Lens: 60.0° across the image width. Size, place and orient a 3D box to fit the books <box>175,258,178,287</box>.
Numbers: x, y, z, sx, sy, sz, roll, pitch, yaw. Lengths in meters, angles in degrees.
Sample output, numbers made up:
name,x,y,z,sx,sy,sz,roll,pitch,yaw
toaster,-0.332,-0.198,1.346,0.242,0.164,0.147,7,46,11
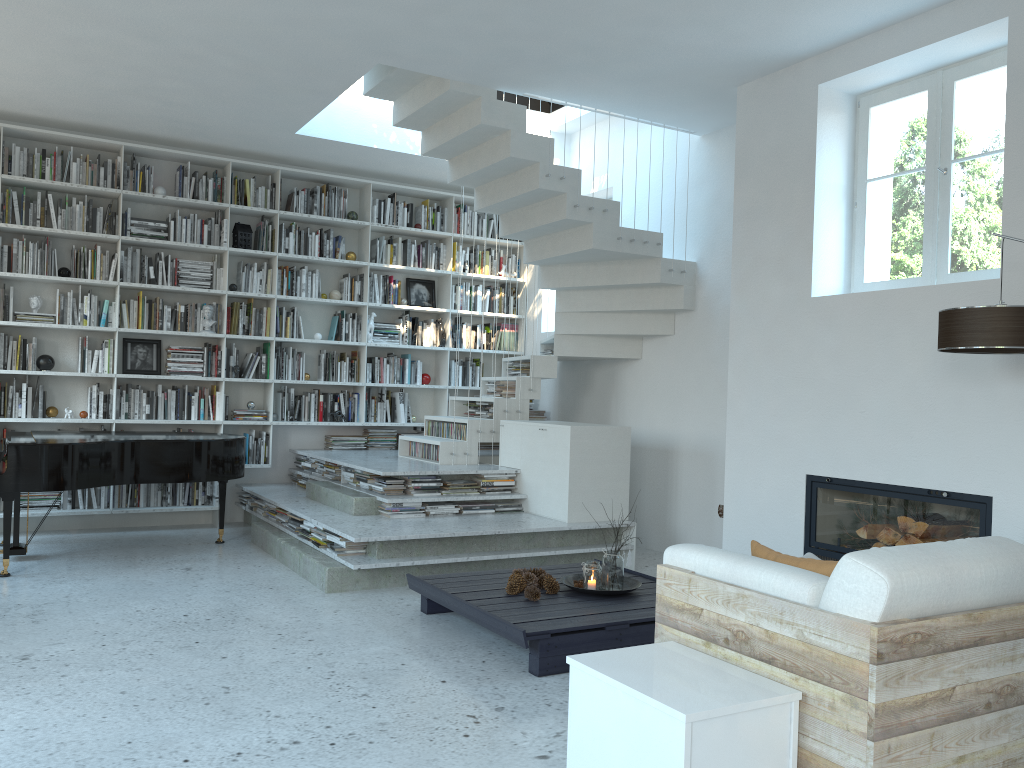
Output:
name,x,y,z,sx,sy,sz,roll,pitch,yaw
books,-2.841,-0.925,7.464,0.013,0.247,0.176,2,0,-30

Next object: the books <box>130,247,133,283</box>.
name,x,y,z,sx,sy,sz,roll,pitch,yaw
books,-3.152,-0.970,7.323,0.014,0.313,0.133,2,0,-30

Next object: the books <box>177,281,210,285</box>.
name,x,y,z,sx,sy,sz,roll,pitch,yaw
books,-2.721,-0.852,7.565,0.254,0.012,0.161,2,-1,-30

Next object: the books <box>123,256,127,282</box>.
name,x,y,z,sx,sy,sz,roll,pitch,yaw
books,-3.193,-0.929,7.299,0.027,0.228,0.147,2,0,-30

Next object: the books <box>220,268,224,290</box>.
name,x,y,z,sx,sy,sz,roll,pitch,yaw
books,-2.529,-0.892,7.674,0.030,0.205,0.158,2,0,-30

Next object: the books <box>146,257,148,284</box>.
name,x,y,z,sx,sy,sz,roll,pitch,yaw
books,-3.045,-0.929,7.366,0.011,0.239,0.147,2,0,-30

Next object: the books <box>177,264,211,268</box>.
name,x,y,z,sx,sy,sz,roll,pitch,yaw
books,-2.714,-0.999,7.561,0.254,0.012,0.161,2,-1,-28

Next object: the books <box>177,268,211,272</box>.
name,x,y,z,sx,sy,sz,roll,pitch,yaw
books,-2.715,-0.961,7.561,0.254,0.012,0.161,2,-1,-28

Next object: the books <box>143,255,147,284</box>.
name,x,y,z,sx,sy,sz,roll,pitch,yaw
books,-3.055,-0.935,7.359,0.014,0.250,0.172,2,0,-30

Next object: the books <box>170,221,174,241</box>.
name,x,y,z,sx,sy,sz,roll,pitch,yaw
books,-2.871,-1.264,7.451,0.025,0.187,0.193,2,0,-30

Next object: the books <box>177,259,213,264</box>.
name,x,y,z,sx,sy,sz,roll,pitch,yaw
books,-2.713,-1.035,7.561,0.285,0.012,0.159,2,-1,-28

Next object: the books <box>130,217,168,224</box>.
name,x,y,z,sx,sy,sz,roll,pitch,yaw
books,-3.028,-1.346,7.380,0.285,0.024,0.159,2,-1,-30

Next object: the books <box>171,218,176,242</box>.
name,x,y,z,sx,sy,sz,roll,pitch,yaw
books,-2.864,-1.281,7.488,0.024,0.223,0.128,2,0,-30

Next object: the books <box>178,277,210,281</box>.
name,x,y,z,sx,sy,sz,roll,pitch,yaw
books,-2.717,-0.888,7.561,0.254,0.012,0.161,2,-1,-28

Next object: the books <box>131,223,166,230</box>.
name,x,y,z,sx,sy,sz,roll,pitch,yaw
books,-3.025,-1.297,7.372,0.254,0.025,0.161,2,-1,-34

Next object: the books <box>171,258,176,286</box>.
name,x,y,z,sx,sy,sz,roll,pitch,yaw
books,-2.859,-0.925,7.468,0.015,0.245,0.183,2,0,-30

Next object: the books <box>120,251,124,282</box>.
name,x,y,z,sx,sy,sz,roll,pitch,yaw
books,-3.208,-0.949,7.272,0.026,0.267,0.170,2,0,-30

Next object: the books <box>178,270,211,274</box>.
name,x,y,z,sx,sy,sz,roll,pitch,yaw
books,-2.714,-0.949,7.559,0.254,0.012,0.161,2,-1,-33

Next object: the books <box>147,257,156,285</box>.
name,x,y,z,sx,sy,sz,roll,pitch,yaw
books,-3.008,-0.927,7.381,0.066,0.236,0.153,2,0,-30

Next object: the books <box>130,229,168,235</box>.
name,x,y,z,sx,sy,sz,roll,pitch,yaw
books,-3.029,-1.255,7.375,0.285,0.012,0.159,2,-1,-32

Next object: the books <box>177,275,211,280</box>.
name,x,y,z,sx,sy,sz,roll,pitch,yaw
books,-2.717,-0.901,7.561,0.254,0.012,0.161,2,-1,-32

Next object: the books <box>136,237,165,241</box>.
name,x,y,z,sx,sy,sz,roll,pitch,yaw
books,-3.029,-1.194,7.372,0.254,0.012,0.161,2,-1,-26

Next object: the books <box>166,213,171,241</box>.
name,x,y,z,sx,sy,sz,roll,pitch,yaw
books,-2.888,-1.298,7.446,0.012,0.254,0.161,2,0,-30

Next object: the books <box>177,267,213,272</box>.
name,x,y,z,sx,sy,sz,roll,pitch,yaw
books,-2.716,-0.973,7.563,0.285,0.012,0.159,2,-1,-31

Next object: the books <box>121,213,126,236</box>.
name,x,y,z,sx,sy,sz,roll,pitch,yaw
books,-3.192,-1.283,7.264,0.027,0.201,0.167,2,0,-30

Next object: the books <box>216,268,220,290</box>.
name,x,y,z,sx,sy,sz,roll,pitch,yaw
books,-2.552,-0.890,7.654,0.029,0.198,0.172,2,0,-30

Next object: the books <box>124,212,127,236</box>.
name,x,y,z,sx,sy,sz,roll,pitch,yaw
books,-3.181,-1.291,7.285,0.013,0.218,0.141,2,0,-30

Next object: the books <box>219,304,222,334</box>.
name,x,y,z,sx,sy,sz,roll,pitch,yaw
books,-2.540,-0.554,7.682,0.023,0.265,0.107,2,0,-30

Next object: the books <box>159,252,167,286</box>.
name,x,y,z,sx,sy,sz,roll,pitch,yaw
books,-2.929,-0.951,7.435,0.049,0.291,0.162,2,0,-30

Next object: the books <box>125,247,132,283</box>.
name,x,y,z,sx,sy,sz,roll,pitch,yaw
books,-3.160,-0.963,7.297,0.026,0.297,0.179,2,0,-30

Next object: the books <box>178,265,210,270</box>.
name,x,y,z,sx,sy,sz,roll,pitch,yaw
books,-2.711,-0.985,7.555,0.254,0.012,0.161,2,-1,-25

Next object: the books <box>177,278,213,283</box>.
name,x,y,z,sx,sy,sz,roll,pitch,yaw
books,-2.716,-0.876,7.559,0.285,0.012,0.159,2,-1,-33

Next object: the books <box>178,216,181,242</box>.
name,x,y,z,sx,sy,sz,roll,pitch,yaw
books,-2.822,-1.287,7.483,0.021,0.237,0.171,2,0,-30

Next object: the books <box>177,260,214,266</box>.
name,x,y,z,sx,sy,sz,roll,pitch,yaw
books,-2.710,-1.023,7.554,0.285,0.012,0.159,2,-1,-35

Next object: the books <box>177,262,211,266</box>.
name,x,y,z,sx,sy,sz,roll,pitch,yaw
books,-2.716,-1.011,7.564,0.254,0.012,0.161,2,-1,-30

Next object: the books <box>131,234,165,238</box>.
name,x,y,z,sx,sy,sz,roll,pitch,yaw
books,-3.027,-1.218,7.370,0.254,0.012,0.161,2,-1,-25

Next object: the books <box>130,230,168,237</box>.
name,x,y,z,sx,sy,sz,roll,pitch,yaw
books,-3.029,-1.243,7.373,0.285,0.012,0.159,2,-1,-33

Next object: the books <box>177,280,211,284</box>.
name,x,y,z,sx,sy,sz,roll,pitch,yaw
books,-2.719,-0.864,7.563,0.254,0.012,0.161,2,-1,-31

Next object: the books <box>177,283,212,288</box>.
name,x,y,z,sx,sy,sz,roll,pitch,yaw
books,-2.720,-0.840,7.563,0.285,0.012,0.159,2,-1,-29

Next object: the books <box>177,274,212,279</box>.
name,x,y,z,sx,sy,sz,roll,pitch,yaw
books,-2.718,-0.912,7.563,0.285,0.012,0.159,2,-1,-29

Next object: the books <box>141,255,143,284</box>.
name,x,y,z,sx,sy,sz,roll,pitch,yaw
books,-3.079,-0.937,7.349,0.011,0.252,0.153,2,0,-30

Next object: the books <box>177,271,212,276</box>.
name,x,y,z,sx,sy,sz,roll,pitch,yaw
books,-2.715,-0.937,7.559,0.285,0.012,0.159,2,-1,-27

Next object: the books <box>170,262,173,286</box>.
name,x,y,z,sx,sy,sz,roll,pitch,yaw
books,-2.881,-0.911,7.466,0.024,0.216,0.132,2,0,-30

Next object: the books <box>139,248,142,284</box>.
name,x,y,z,sx,sy,sz,roll,pitch,yaw
books,-3.087,-0.961,7.342,0.011,0.300,0.179,2,0,-30

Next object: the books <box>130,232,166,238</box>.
name,x,y,z,sx,sy,sz,roll,pitch,yaw
books,-3.029,-1.231,7.373,0.254,0.012,0.161,2,-1,-33

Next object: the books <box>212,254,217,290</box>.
name,x,y,z,sx,sy,sz,roll,pitch,yaw
books,-2.569,-0.951,7.646,0.012,0.319,0.139,2,0,-30

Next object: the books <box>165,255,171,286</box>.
name,x,y,z,sx,sy,sz,roll,pitch,yaw
books,-2.892,-0.938,7.441,0.021,0.269,0.191,2,0,-30

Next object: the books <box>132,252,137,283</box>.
name,x,y,z,sx,sy,sz,roll,pitch,yaw
books,-3.123,-0.946,7.310,0.025,0.266,0.185,2,0,-30

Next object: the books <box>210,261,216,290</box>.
name,x,y,z,sx,sy,sz,roll,pitch,yaw
books,-2.573,-0.919,7.626,0.012,0.254,0.161,2,0,-30

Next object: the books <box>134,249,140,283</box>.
name,x,y,z,sx,sy,sz,roll,pitch,yaw
books,-3.108,-0.960,7.339,0.029,0.295,0.151,2,0,-30

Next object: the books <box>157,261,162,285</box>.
name,x,y,z,sx,sy,sz,roll,pitch,yaw
books,-2.953,-0.914,7.420,0.024,0.216,0.148,2,0,-30

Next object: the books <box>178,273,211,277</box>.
name,x,y,z,sx,sy,sz,roll,pitch,yaw
books,-2.717,-0.925,7.563,0.254,0.012,0.161,2,-1,-29

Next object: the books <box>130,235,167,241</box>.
name,x,y,z,sx,sy,sz,roll,pitch,yaw
books,-3.030,-1.206,7.373,0.285,0.012,0.159,2,-1,-27

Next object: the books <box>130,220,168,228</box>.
name,x,y,z,sx,sy,sz,roll,pitch,yaw
books,-3.026,-1.321,7.376,0.285,0.024,0.159,2,-1,-28

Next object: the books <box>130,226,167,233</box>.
name,x,y,z,sx,sy,sz,roll,pitch,yaw
books,-3.024,-1.272,7.370,0.285,0.024,0.159,2,-1,-25

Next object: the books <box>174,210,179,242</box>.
name,x,y,z,sx,sy,sz,roll,pitch,yaw
books,-2.827,-1.310,7.462,0.011,0.284,0.190,2,0,-30

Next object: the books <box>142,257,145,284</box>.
name,x,y,z,sx,sy,sz,roll,pitch,yaw
books,-3.069,-0.927,7.356,0.014,0.233,0.147,2,0,-30

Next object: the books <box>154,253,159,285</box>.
name,x,y,z,sx,sy,sz,roll,pitch,yaw
books,-2.975,-0.950,7.414,0.022,0.285,0.130,2,0,-30
